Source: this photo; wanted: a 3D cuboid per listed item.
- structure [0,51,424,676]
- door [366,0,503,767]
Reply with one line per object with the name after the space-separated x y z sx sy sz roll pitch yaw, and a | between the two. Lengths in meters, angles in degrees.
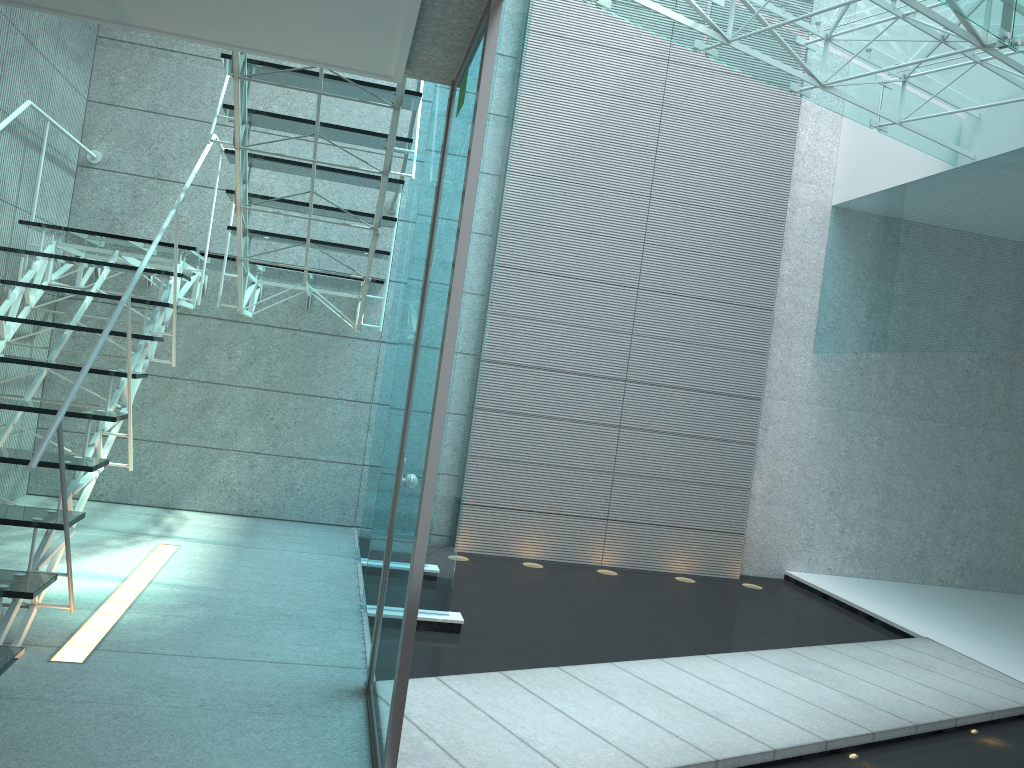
-1.231 -2.130 4.040 1.908 6.014 3.295 8 -1 -11 | structure
-0.227 0.003 2.568 0.076 2.067 0.865 8 -2 -11 | door
